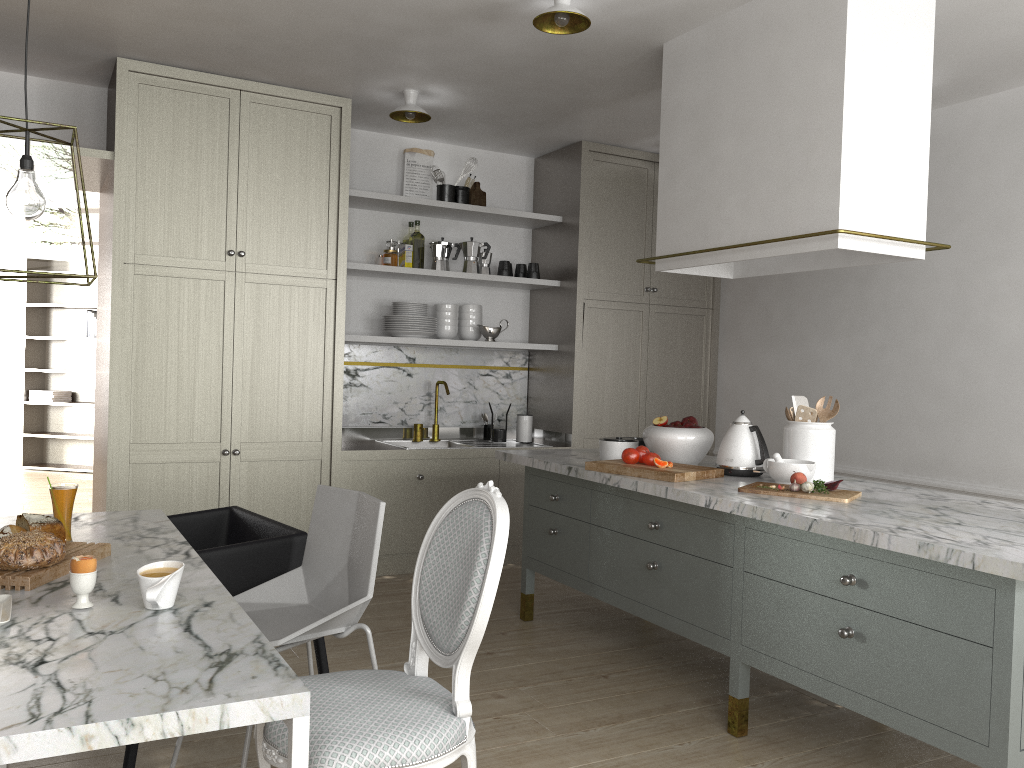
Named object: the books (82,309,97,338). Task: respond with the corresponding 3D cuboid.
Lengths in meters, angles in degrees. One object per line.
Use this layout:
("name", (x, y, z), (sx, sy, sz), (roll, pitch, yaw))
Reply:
("books", (-3.864, -0.550, 8.148), (0.047, 0.257, 0.189), (2, 1, 12))

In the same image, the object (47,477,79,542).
("object", (-1.158, 0.329, 2.286), (0.071, 0.188, 0.071), (2, 1, -8))

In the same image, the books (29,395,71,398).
("books", (-4.271, 0.111, 8.210), (0.274, 0.019, 0.232), (2, 1, 14))

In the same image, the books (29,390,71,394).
("books", (-4.270, 0.071, 8.209), (0.268, 0.019, 0.232), (2, 1, 16))

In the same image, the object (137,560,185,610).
("object", (-0.695, 0.407, 1.766), (0.089, 0.085, 0.138), (1, 1, -33))

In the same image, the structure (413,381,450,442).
("structure", (-0.460, 0.154, 5.007), (0.167, 0.347, 0.195), (1, 1, -21))

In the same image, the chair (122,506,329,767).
("chair", (-0.922, 0.715, 2.673), (0.609, 0.597, 0.569), (1, 1, -38))

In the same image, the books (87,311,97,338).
("books", (-3.821, -0.541, 8.137), (0.044, 0.243, 0.182), (2, 1, 12))

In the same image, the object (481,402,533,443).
("object", (-0.036, 0.220, 5.150), (0.307, 0.229, 0.144), (2, 1, 15))

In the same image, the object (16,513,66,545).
("object", (-1.152, 0.355, 2.170), (0.086, 0.087, 0.090), (3, 1, 39))

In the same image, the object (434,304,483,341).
("object", (-0.312, -0.354, 5.121), (0.309, 0.216, 0.149), (1, 1, -36))

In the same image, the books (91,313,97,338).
("books", (-3.797, -0.534, 8.138), (0.018, 0.230, 0.194), (2, 1, 12))

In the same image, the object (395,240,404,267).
("object", (-0.633, -0.713, 4.943), (0.059, 0.172, 0.059), (2, 1, -2))

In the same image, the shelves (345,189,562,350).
("shelves", (-0.393, -0.602, 4.984), (1.339, 0.775, 0.352), (1, 1, -28))

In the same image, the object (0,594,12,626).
("object", (-1.053, 0.432, 1.652), (0.212, 0.014, 0.212), (1, 1, -29))

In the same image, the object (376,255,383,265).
("object", (-0.726, -0.671, 4.895), (0.046, 0.084, 0.046), (2, 1, -2))

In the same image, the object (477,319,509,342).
("object", (-0.111, -0.305, 5.065), (0.210, 0.135, 0.102), (1, 1, -36))

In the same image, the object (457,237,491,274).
("object", (-0.217, -0.718, 4.973), (0.175, 0.212, 0.111), (3, 1, 33))

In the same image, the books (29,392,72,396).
("books", (-4.271, 0.091, 8.210), (0.266, 0.019, 0.232), (2, 1, 16))

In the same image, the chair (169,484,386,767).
("chair", (-0.581, 0.659, 2.272), (0.439, 0.745, 0.470), (1, 1, -38))

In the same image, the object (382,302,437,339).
("object", (-0.562, -0.347, 4.871), (0.306, 0.195, 0.300), (1, 1, -32))

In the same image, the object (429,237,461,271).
("object", (-0.382, -0.725, 5.021), (0.175, 0.212, 0.111), (2, 1, 8))

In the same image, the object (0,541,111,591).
("object", (-1.144, 0.415, 2.055), (0.260, 0.031, 0.360), (2, 1, 2))

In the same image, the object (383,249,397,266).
("object", (-0.662, -0.676, 4.817), (0.078, 0.101, 0.078), (2, 1, 17))

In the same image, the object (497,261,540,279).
("object", (0.025, -0.657, 5.177), (0.264, 0.098, 0.173), (1, 1, -20))

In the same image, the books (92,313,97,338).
("books", (-3.781, -0.529, 8.135), (0.030, 0.223, 0.189), (2, 1, 12))

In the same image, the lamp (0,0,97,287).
("lamp", (-1.175, -0.812, 2.158), (0.584, 1.108, 0.584), (2, 1, -13))

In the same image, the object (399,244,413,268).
("object", (-0.587, -0.694, 4.892), (0.044, 0.141, 0.077), (1, 1, -33))

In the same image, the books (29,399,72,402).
("books", (-4.273, 0.150, 8.211), (0.265, 0.019, 0.232), (2, 1, 17))

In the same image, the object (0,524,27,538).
("object", (-1.164, 0.366, 2.080), (0.079, 0.067, 0.074), (3, 1, 33))

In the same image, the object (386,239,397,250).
("object", (-0.666, -0.713, 4.887), (0.059, 0.172, 0.059), (3, 1, 34))

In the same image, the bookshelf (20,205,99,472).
("bookshelf", (-2.708, -0.368, 7.967), (3.513, 2.402, 0.300), (2, 1, 9))

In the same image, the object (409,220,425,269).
("object", (-0.528, -0.763, 4.896), (0.082, 0.282, 0.089), (1, 1, -33))

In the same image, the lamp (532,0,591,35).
("lamp", (0.170, -1.274, 2.997), (0.197, 0.130, 0.197), (2, 1, 6))

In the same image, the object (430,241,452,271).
("object", (-0.395, -0.699, 4.848), (0.087, 0.167, 0.138), (1, 1, -32))

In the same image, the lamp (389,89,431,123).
("lamp", (-0.480, -1.318, 4.196), (0.197, 0.130, 0.197), (2, 1, 6))

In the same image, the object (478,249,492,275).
("object", (-0.159, -0.696, 5.119), (0.087, 0.167, 0.138), (2, 1, -5))

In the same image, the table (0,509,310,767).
("table", (-1.124, 0.724, 1.938), (0.870, 0.583, 1.781), (1, 1, -28))

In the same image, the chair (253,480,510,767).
("chair", (-0.275, 0.627, 1.889), (0.505, 0.833, 0.480), (1, 1, -31))

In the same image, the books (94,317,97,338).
("books", (-3.760, -0.512, 8.099), (0.041, 0.192, 0.133), (2, 1, 12))

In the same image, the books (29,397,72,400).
("books", (-4.272, 0.131, 8.211), (0.269, 0.019, 0.232), (2, 1, 18))

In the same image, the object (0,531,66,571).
("object", (-1.080, 0.367, 1.973), (0.157, 0.075, 0.151), (2, 1, 7))
